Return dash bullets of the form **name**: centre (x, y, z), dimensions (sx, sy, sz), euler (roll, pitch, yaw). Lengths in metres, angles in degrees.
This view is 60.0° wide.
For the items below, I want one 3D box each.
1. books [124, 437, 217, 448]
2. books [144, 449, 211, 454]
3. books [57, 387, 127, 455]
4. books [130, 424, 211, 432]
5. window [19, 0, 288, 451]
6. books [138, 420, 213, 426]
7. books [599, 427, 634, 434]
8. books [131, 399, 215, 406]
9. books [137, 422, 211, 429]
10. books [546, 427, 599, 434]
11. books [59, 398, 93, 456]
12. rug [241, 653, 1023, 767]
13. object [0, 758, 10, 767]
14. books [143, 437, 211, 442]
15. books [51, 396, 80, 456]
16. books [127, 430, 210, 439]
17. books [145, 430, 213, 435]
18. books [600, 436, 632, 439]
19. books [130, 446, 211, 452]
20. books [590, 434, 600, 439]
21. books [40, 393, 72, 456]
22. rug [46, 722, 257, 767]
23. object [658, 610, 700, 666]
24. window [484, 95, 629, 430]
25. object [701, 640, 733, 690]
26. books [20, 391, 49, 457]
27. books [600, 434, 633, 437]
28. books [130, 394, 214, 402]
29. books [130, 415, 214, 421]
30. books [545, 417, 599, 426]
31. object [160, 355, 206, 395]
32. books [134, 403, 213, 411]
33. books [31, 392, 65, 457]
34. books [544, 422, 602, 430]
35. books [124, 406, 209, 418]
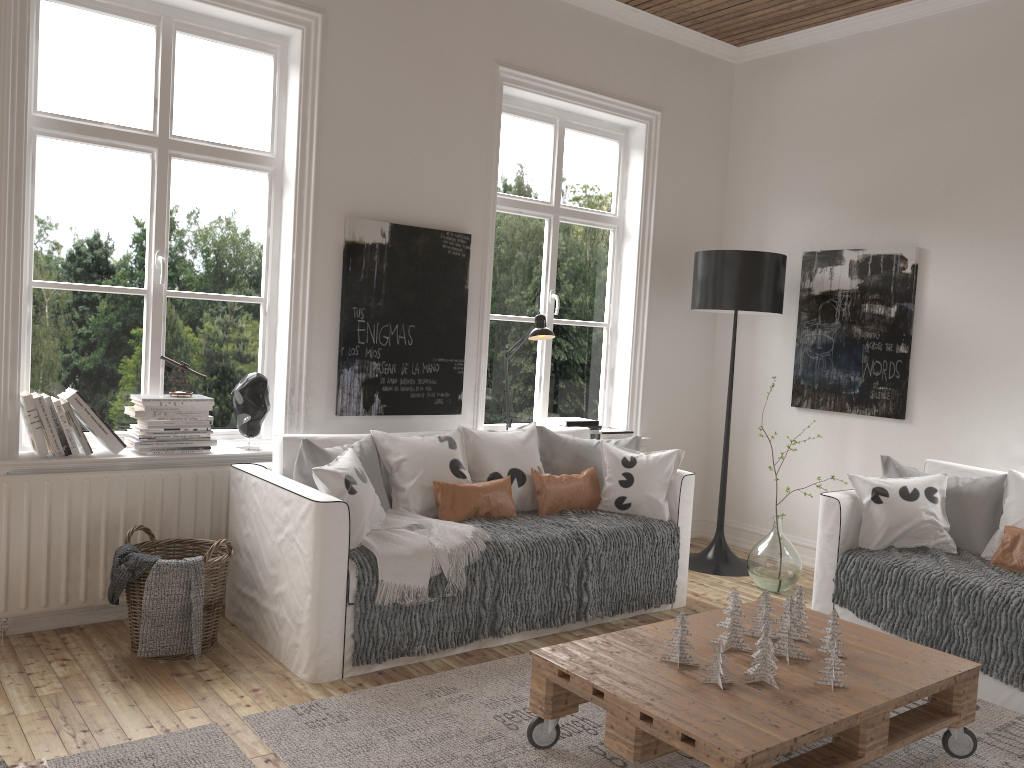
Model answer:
- **books**: centre (-1.431, 0.241, 3.718), dimensions (0.331, 0.025, 0.176), euler (1, 4, -38)
- **books**: centre (-1.419, 0.274, 3.723), dimensions (0.254, 0.012, 0.161), euler (1, 4, -38)
- **books**: centre (-1.670, 0.146, 3.527), dimensions (0.226, 0.255, 0.176), euler (1, 4, -38)
- **books**: centre (-1.429, 0.182, 3.712), dimensions (0.285, 0.012, 0.159), euler (1, 4, -38)
- **window**: centre (-1.477, -0.637, 3.729), dimensions (1.055, 1.872, 0.120), euler (1, 4, -38)
- **books**: centre (-1.415, 0.155, 3.723), dimensions (0.263, 0.017, 0.167), euler (1, 4, -38)
- **books**: centre (0.558, 0.276, 5.240), dimensions (0.251, 0.012, 0.202), euler (1, 4, -36)
- **books**: centre (-1.419, 0.074, 3.708), dimensions (0.288, 0.016, 0.182), euler (1, 4, -38)
- **books**: centre (-1.416, 0.171, 3.713), dimensions (0.254, 0.012, 0.161), euler (1, 4, -38)
- **books**: centre (0.344, 0.264, 5.060), dimensions (0.242, 0.023, 0.191), euler (1, 4, -40)
- **books**: centre (-1.723, 0.167, 3.483), dimensions (0.118, 0.213, 0.161), euler (1, 4, -38)
- **rug**: centre (0.820, 1.144, 2.629), dimensions (2.474, 0.003, 2.254), euler (1, 4, -38)
- **object**: centre (-0.834, 0.711, 1.452), dimensions (0.111, 0.204, 0.118), euler (3, 3, -14)
- **books**: centre (-1.420, 0.223, 3.724), dimensions (0.254, 0.013, 0.161), euler (1, 4, -38)
- **books**: centre (-1.756, 0.163, 3.463), dimensions (0.101, 0.218, 0.161), euler (1, 4, -38)
- **books**: centre (-1.442, 0.208, 3.725), dimensions (0.288, 0.016, 0.182), euler (1, 4, -38)
- **books**: centre (-1.408, 0.195, 3.719), dimensions (0.256, 0.013, 0.161), euler (1, 4, -38)
- **books**: centre (0.563, 0.304, 5.236), dimensions (0.253, 0.014, 0.187), euler (1, 4, -38)
- **books**: centre (-1.428, 0.261, 3.709), dimensions (0.285, 0.012, 0.159), euler (1, 4, -38)
- **books**: centre (0.345, 0.291, 5.072), dimensions (0.258, 0.032, 0.191), euler (1, 4, -36)
- **books**: centre (-1.777, 0.157, 3.442), dimensions (0.104, 0.232, 0.152), euler (1, 4, -38)
- **rug**: centre (-1.197, 1.114, 1.070), dimensions (2.474, 0.003, 2.254), euler (1, 4, -38)
- **object**: centre (0.501, 0.745, 2.615), dimensions (0.088, 0.161, 0.093), euler (2, 4, -28)
- **window**: centre (0.237, -0.612, 5.054), dimensions (1.055, 1.872, 0.120), euler (1, 4, -38)
- **object**: centre (0.577, 0.775, 2.480), dimensions (0.068, 0.124, 0.072), euler (6, 4, 37)
- **books**: centre (-1.841, 0.151, 3.402), dimensions (0.093, 0.239, 0.172), euler (1, 4, -38)
- **books**: centre (0.560, 0.290, 5.234), dimensions (0.248, 0.014, 0.187), euler (1, 4, -40)
- **books**: centre (-1.416, 0.059, 3.695), dimensions (0.288, 0.016, 0.182), euler (1, 4, -38)
- **books**: centre (-1.429, 0.137, 3.728), dimensions (0.288, 0.016, 0.182), euler (1, 4, -38)
- **books**: centre (0.343, 0.216, 5.061), dimensions (0.239, 0.028, 0.190), euler (1, 4, -36)
- **object**: centre (-1.371, -0.036, 3.698), dimensions (0.177, 0.161, 0.092), euler (5, 4, 20)
- **books**: centre (-1.419, 0.093, 3.710), dimensions (0.273, 0.021, 0.174), euler (1, 4, -38)
- **books**: centre (-1.800, 0.155, 3.420), dimensions (0.112, 0.235, 0.172), euler (1, 4, -38)
- **books**: centre (0.347, 0.241, 5.070), dimensions (0.258, 0.023, 0.212), euler (1, 4, -38)
- **books**: centre (-1.446, 0.115, 3.712), dimensions (0.296, 0.028, 0.180), euler (1, 4, -38)
